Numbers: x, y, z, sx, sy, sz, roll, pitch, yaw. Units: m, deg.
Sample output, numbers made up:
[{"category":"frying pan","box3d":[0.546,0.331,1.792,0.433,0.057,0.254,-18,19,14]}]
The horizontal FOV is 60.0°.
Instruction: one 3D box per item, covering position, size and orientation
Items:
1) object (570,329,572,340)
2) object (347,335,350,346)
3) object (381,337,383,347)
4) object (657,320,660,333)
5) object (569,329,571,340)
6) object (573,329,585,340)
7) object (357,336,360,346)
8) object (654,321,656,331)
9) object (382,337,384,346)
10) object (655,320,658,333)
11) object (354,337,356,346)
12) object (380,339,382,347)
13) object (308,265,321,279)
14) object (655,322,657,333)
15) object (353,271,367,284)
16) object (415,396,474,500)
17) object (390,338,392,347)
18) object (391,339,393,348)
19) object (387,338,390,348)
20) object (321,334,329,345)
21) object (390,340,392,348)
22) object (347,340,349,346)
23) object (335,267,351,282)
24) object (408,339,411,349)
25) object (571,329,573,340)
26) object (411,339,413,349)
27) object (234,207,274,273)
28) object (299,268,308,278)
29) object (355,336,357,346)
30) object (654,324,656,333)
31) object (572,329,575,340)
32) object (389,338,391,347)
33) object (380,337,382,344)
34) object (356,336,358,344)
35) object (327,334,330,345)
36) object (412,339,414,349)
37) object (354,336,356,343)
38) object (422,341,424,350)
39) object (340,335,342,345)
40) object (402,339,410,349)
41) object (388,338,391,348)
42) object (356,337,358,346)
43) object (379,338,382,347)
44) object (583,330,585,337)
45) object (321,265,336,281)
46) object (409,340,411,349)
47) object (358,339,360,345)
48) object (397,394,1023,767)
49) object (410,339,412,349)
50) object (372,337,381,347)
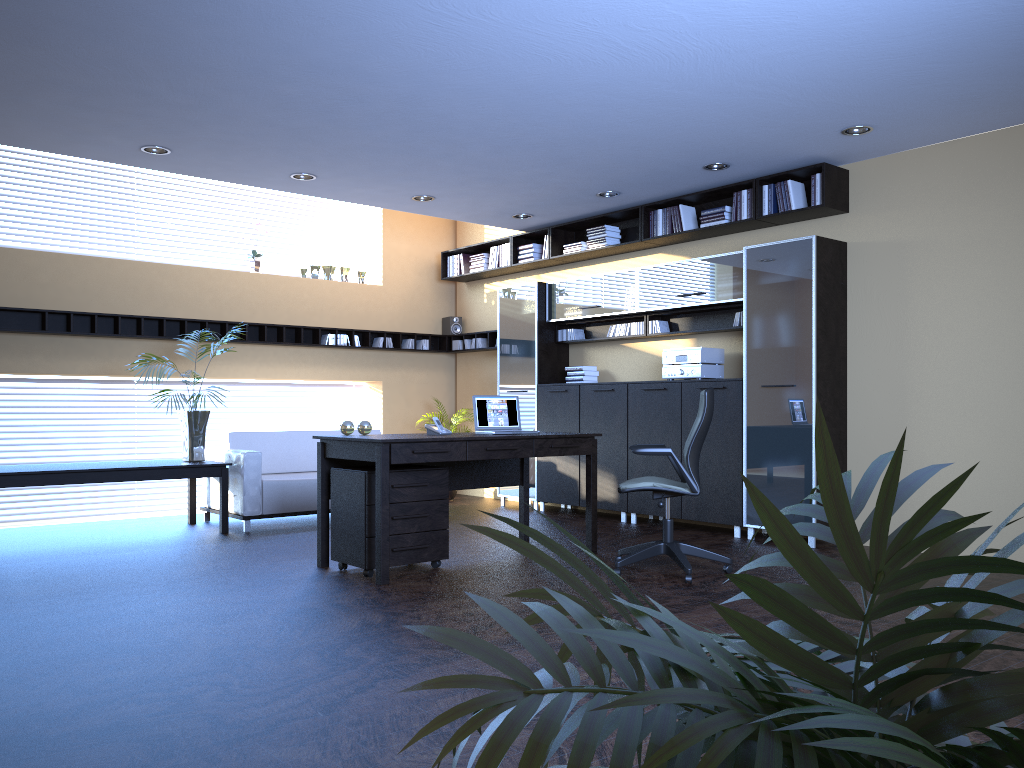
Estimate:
[{"category":"object","box3d":[0.669,-0.514,9.293,0.140,0.117,0.026,1,-1,-39]},{"category":"object","box3d":[-1.901,-0.491,10.127,0.040,0.118,0.142,0,-1,-39]},{"category":"object","box3d":[-1.563,-0.485,10.410,0.026,0.117,0.140,0,-1,-40]},{"category":"object","box3d":[1.426,-0.538,8.388,0.142,0.120,0.030,1,-1,-39]},{"category":"object","box3d":[0.658,-0.514,9.312,0.142,0.120,0.009,1,0,-40]},{"category":"object","box3d":[0.699,-0.514,9.259,0.142,0.118,0.040,1,-1,-40]},{"category":"object","box3d":[-1.801,-0.489,10.209,0.040,0.118,0.142,0,-1,-40]},{"category":"object","box3d":[1.405,-0.537,8.411,0.140,0.117,0.026,1,-1,-40]},{"category":"object","box3d":[-1.556,-0.484,10.419,0.030,0.120,0.142,0,-1,-40]},{"category":"object","box3d":[1.416,-0.538,8.394,0.142,0.120,0.030,1,-1,-39]},{"category":"object","box3d":[-1.834,-0.491,10.178,0.030,0.120,0.142,0,-1,-40]},{"category":"object","box3d":[-1.570,-0.485,10.403,0.030,0.120,0.142,0,-1,-40]},{"category":"object","box3d":[-2.246,-1.263,10.087,0.133,0.160,0.126,0,-1,-19]},{"category":"object","box3d":[1.409,-0.538,8.402,0.142,0.120,0.030,1,-1,-39]},{"category":"object","box3d":[-1.794,-1.248,10.461,0.124,0.149,0.117,1,-1,-39]},{"category":"object","box3d":[-0.714,0.747,10.413,0.840,1.240,0.689,0,0,-6]},{"category":"object","box3d":[-1.467,-0.483,10.479,0.026,0.117,0.140,0,-1,-40]},{"category":"object","box3d":[-1.459,-0.482,10.492,0.040,0.118,0.142,0,-1,-40]},{"category":"object","box3d":[-1.493,-0.483,10.462,0.030,0.120,0.142,0,-1,-40]},{"category":"object","box3d":[-2.107,-0.496,9.955,0.040,0.118,0.142,0,-1,-40]},{"category":"object","box3d":[-1.470,-0.483,10.482,0.030,0.120,0.142,0,-1,-40]},{"category":"object","box3d":[-1.903,-0.491,10.129,0.041,0.122,0.142,0,-1,-40]},{"category":"object","box3d":[-1.970,-1.264,10.316,0.137,0.173,0.144,0,-1,41]},{"category":"object","box3d":[-1.270,-0.478,10.652,0.030,0.120,0.142,0,-1,-40]},{"category":"object","box3d":[0.676,-0.514,9.286,0.142,0.120,0.030,1,-1,-40]},{"category":"object","box3d":[-1.241,-0.478,10.666,0.030,0.120,0.142,0,-1,-40]},{"category":"object","box3d":[-2.765,-1.543,9.663,0.351,0.695,0.437,0,0,30]},{"category":"object","box3d":[-2.347,-1.243,10.004,0.089,0.113,0.094,0,-1,-4]},{"category":"object","box3d":[-1.827,-0.491,10.185,0.030,0.120,0.142,0,-1,-40]},{"category":"object","box3d":[1.391,-0.537,8.427,0.142,0.120,0.009,1,0,-40]},{"category":"object","box3d":[0.687,-0.515,9.269,0.142,0.120,0.030,1,-1,-40]},{"category":"object","box3d":[-1.477,-0.483,10.475,0.030,0.120,0.142,0,-1,-40]},{"category":"object","box3d":[-1.578,-0.485,10.396,0.026,0.117,0.140,0,-1,-40]},{"category":"object","box3d":[-1.815,-0.490,10.203,0.030,0.120,0.142,0,-1,-40]},{"category":"object","box3d":[-2.087,-0.497,9.969,0.009,0.120,0.142,0,-1,-40]},{"category":"object","box3d":[-1.227,-0.478,10.682,0.009,0.120,0.142,0,-1,-40]},{"category":"object","box3d":[-1.833,-0.491,10.176,0.026,0.117,0.140,0,-1,-40]},{"category":"object","box3d":[-1.113,-0.475,10.780,0.009,0.120,0.142,0,-1,-40]},{"category":"object","box3d":[-1.972,-0.494,10.063,0.009,0.120,0.142,0,-1,-40]},{"category":"object","box3d":[-1.280,-0.478,10.641,0.040,0.118,0.142,0,-1,-40]},{"category":"object","box3d":[-1.483,-0.483,10.466,0.030,0.120,0.142,0,-1,-40]},{"category":"object","box3d":[-1.821,-0.490,10.194,0.030,0.120,0.142,0,-1,-40]},{"category":"object","box3d":[-1.579,-0.485,10.397,0.030,0.120,0.142,0,-1,-40]},{"category":"object","box3d":[0.704,-0.514,9.263,0.140,0.116,0.036,1,-1,-40]},{"category":"object","box3d":[-2.110,-1.267,10.204,0.137,0.173,0.144,0,-1,11]},{"category":"object","box3d":[-1.260,-0.478,10.657,0.030,0.120,0.142,0,-1,-40]},{"category":"object","box3d":[-1.800,-0.489,10.208,0.036,0.116,0.140,0,-1,-39]},{"category":"object","box3d":[0.271,0.626,0.657,0.762,1.237,0.669,0,0,-17]},{"category":"object","box3d":[-1.251,-0.478,10.662,0.030,0.120,0.142,0,-1,-40]},{"category":"object","box3d":[-1.587,-0.484,10.384,0.040,0.118,0.142,0,-1,-40]}]
